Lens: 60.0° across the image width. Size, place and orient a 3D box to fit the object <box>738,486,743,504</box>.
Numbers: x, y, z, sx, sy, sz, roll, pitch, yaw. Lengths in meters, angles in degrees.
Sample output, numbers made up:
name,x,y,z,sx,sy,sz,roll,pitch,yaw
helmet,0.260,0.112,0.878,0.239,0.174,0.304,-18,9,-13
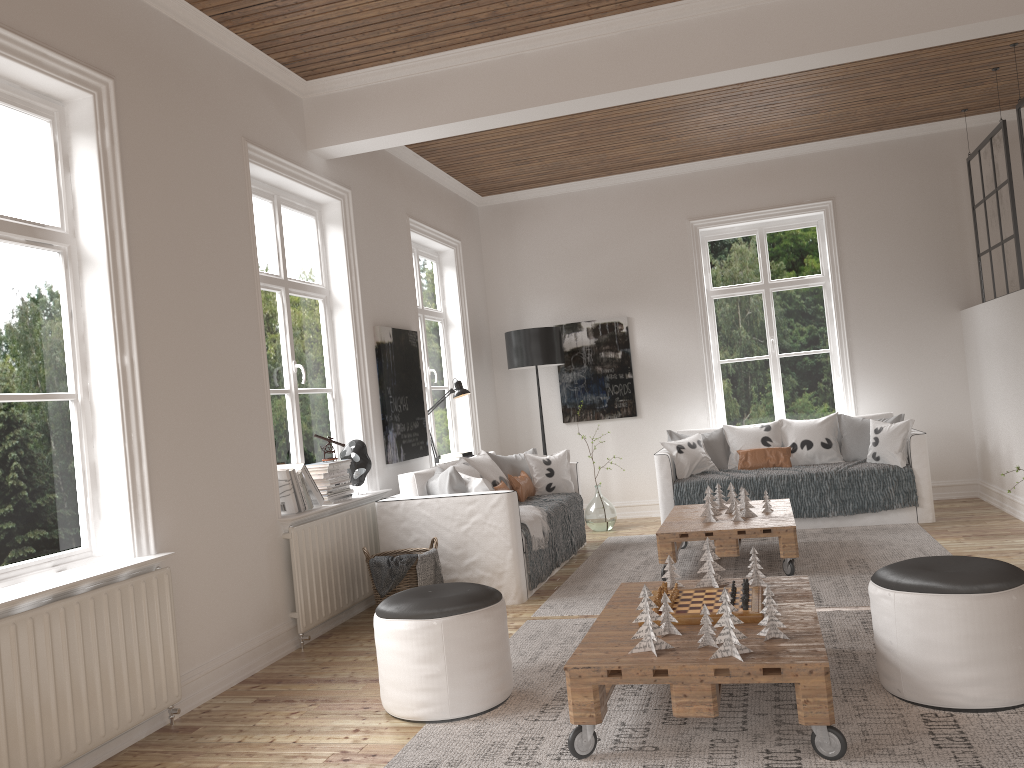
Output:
name,x,y,z,sx,sy,sz,roll,pitch,yaw
object,1.509,0.741,5.803,0.075,0.147,0.075,-4,-2,-43

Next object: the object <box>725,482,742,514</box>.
name,x,y,z,sx,sy,sz,roll,pitch,yaw
object,1.412,0.723,5.672,0.107,0.195,0.113,-6,-1,22

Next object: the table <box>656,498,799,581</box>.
name,x,y,z,sx,sy,sz,roll,pitch,yaw
table,1.373,0.974,5.600,0.821,0.300,1.189,-6,-1,16

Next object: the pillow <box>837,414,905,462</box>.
name,x,y,z,sx,sy,sz,roll,pitch,yaw
pillow,2.764,0.433,6.811,0.292,0.437,0.546,-4,-2,-41

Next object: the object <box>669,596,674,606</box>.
name,x,y,z,sx,sy,sz,roll,pitch,yaw
object,0.581,0.794,3.243,0.017,0.037,0.017,-7,-2,35

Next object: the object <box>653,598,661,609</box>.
name,x,y,z,sx,sy,sz,roll,pitch,yaw
object,0.526,0.795,3.211,0.026,0.044,0.026,-5,-2,-29

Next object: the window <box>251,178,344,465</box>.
name,x,y,z,sx,sy,sz,roll,pitch,yaw
window,-1.264,-0.212,5.131,0.120,1.872,1.055,-6,-1,16

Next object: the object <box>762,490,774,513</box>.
name,x,y,z,sx,sy,sz,roll,pitch,yaw
object,1.590,0.729,5.539,0.072,0.142,0.073,-6,-1,23

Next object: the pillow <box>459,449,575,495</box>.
name,x,y,z,sx,sy,sz,roll,pitch,yaw
pillow,0.026,0.684,6.507,0.403,0.450,1.081,-7,-2,40

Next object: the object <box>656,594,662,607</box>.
name,x,y,z,sx,sy,sz,roll,pitch,yaw
object,0.538,0.793,3.253,0.022,0.047,0.022,-4,-2,-42

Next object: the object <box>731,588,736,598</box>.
name,x,y,z,sx,sy,sz,roll,pitch,yaw
object,0.814,0.771,3.266,0.017,0.037,0.017,-7,-2,35

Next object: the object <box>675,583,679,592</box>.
name,x,y,z,sx,sy,sz,roll,pitch,yaw
object,0.641,0.793,3.452,0.017,0.037,0.017,-7,-2,35

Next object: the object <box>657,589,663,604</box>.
name,x,y,z,sx,sy,sz,roll,pitch,yaw
object,0.549,0.787,3.295,0.025,0.058,0.025,-5,-2,-29

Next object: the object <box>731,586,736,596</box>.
name,x,y,z,sx,sy,sz,roll,pitch,yaw
object,0.826,0.771,3.307,0.017,0.037,0.017,-7,-2,35

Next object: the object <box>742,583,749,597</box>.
name,x,y,z,sx,sy,sz,roll,pitch,yaw
object,0.856,0.757,3.257,0.025,0.055,0.025,-4,-2,-42

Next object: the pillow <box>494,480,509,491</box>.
name,x,y,z,sx,sy,sz,roll,pitch,yaw
pillow,-0.080,0.778,5.977,0.116,0.220,0.414,-6,-1,17

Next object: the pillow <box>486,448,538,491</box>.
name,x,y,z,sx,sy,sz,roll,pitch,yaw
pillow,0.005,0.701,6.706,0.546,0.437,0.292,-4,-2,-41

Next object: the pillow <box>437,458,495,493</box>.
name,x,y,z,sx,sy,sz,roll,pitch,yaw
pillow,-0.250,0.698,5.613,0.417,0.414,1.020,-6,-1,-2

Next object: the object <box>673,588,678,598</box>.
name,x,y,z,sx,sy,sz,roll,pitch,yaw
object,0.619,0.793,3.370,0.017,0.037,0.017,-7,-2,35

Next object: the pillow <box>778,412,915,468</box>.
name,x,y,z,sx,sy,sz,roll,pitch,yaw
pillow,2.565,0.442,6.788,1.081,0.450,0.403,-7,-2,40

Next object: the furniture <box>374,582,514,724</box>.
name,x,y,z,sx,sy,sz,roll,pitch,yaw
furniture,-0.266,1.018,3.438,0.518,0.430,0.518,-7,-2,37

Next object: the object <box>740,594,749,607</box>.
name,x,y,z,sx,sy,sz,roll,pitch,yaw
object,0.820,0.764,3.129,0.026,0.044,0.026,-5,-2,-29

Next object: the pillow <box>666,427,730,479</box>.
name,x,y,z,sx,sy,sz,roll,pitch,yaw
pillow,1.516,0.562,7.197,0.541,0.431,0.282,-5,-1,-10

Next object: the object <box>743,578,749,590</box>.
name,x,y,z,sx,sy,sz,roll,pitch,yaw
object,0.894,0.764,3.384,0.019,0.040,0.019,-4,-2,-41

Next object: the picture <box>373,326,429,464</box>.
name,x,y,z,sx,sy,sz,roll,pitch,yaw
picture,-0.758,0.071,6.133,0.041,0.908,0.680,-6,-1,16

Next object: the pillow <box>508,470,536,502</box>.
name,x,y,z,sx,sy,sz,roll,pitch,yaw
pillow,0.078,0.749,6.458,0.117,0.235,0.414,-6,-1,15

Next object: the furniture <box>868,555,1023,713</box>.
name,x,y,z,sx,sy,sz,roll,pitch,yaw
furniture,1.515,0.834,3.047,0.518,0.430,0.518,-6,-1,19

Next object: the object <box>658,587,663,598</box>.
name,x,y,z,sx,sy,sz,roll,pitch,yaw
object,0.560,0.789,3.338,0.025,0.055,0.025,-4,-2,-42

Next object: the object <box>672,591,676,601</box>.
name,x,y,z,sx,sy,sz,roll,pitch,yaw
object,0.606,0.793,3.328,0.017,0.037,0.017,-7,-2,35

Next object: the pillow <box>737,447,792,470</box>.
name,x,y,z,sx,sy,sz,roll,pitch,yaw
pillow,1.970,0.589,6.919,0.420,0.179,0.127,-6,-1,17

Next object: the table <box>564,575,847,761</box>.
name,x,y,z,sx,sy,sz,roll,pitch,yaw
table,0.712,0.982,3.201,0.821,0.300,1.189,-6,-1,16

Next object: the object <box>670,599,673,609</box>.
name,x,y,z,sx,sy,sz,roll,pitch,yaw
object,0.571,0.794,3.203,0.017,0.037,0.017,-7,-2,35

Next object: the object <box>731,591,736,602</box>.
name,x,y,z,sx,sy,sz,roll,pitch,yaw
object,0.803,0.771,3.224,0.017,0.037,0.017,-7,-2,35

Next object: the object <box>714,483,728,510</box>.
name,x,y,z,sx,sy,sz,roll,pitch,yaw
object,1.373,0.742,5.879,0.090,0.176,0.090,-5,-1,-22

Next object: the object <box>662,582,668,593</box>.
name,x,y,z,sx,sy,sz,roll,pitch,yaw
object,0.599,0.796,3.464,0.019,0.040,0.019,-4,-2,-41

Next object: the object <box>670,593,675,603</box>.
name,x,y,z,sx,sy,sz,roll,pitch,yaw
object,0.592,0.794,3.284,0.017,0.037,0.017,-7,-2,35

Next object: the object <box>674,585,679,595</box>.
name,x,y,z,sx,sy,sz,roll,pitch,yaw
object,0.632,0.793,3.412,0.017,0.037,0.017,-7,-2,35

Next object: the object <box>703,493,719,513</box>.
name,x,y,z,sx,sy,sz,roll,pitch,yaw
object,1.293,0.753,5.795,0.095,0.164,0.090,-6,-1,22

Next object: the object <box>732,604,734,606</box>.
name,x,y,z,sx,sy,sz,roll,pitch,yaw
object,0.776,0.772,3.140,0.017,0.037,0.017,-7,-2,35

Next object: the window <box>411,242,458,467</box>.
name,x,y,z,sx,sy,sz,roll,pitch,yaw
window,-0.680,-0.220,7.217,0.120,1.872,1.055,-6,-1,16

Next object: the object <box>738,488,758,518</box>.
name,x,y,z,sx,sy,sz,roll,pitch,yaw
object,1.427,0.725,5.426,0.097,0.178,0.103,-5,-1,-21

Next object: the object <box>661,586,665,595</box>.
name,x,y,z,sx,sy,sz,roll,pitch,yaw
object,0.576,0.792,3.384,0.022,0.047,0.022,-4,-2,-42

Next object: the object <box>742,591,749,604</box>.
name,x,y,z,sx,sy,sz,roll,pitch,yaw
object,0.832,0.762,3.171,0.022,0.047,0.022,-5,-1,-17

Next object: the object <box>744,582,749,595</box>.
name,x,y,z,sx,sy,sz,roll,pitch,yaw
object,0.869,0.761,3.301,0.022,0.047,0.022,-4,-2,-42

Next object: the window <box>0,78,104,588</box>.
name,x,y,z,sx,sy,sz,roll,pitch,yaw
window,-1.850,-0.204,3.042,0.120,1.872,1.055,-6,-1,16

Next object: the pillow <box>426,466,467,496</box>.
name,x,y,z,sx,sy,sz,roll,pitch,yaw
pillow,-0.382,0.706,5.452,0.282,0.431,0.541,-5,-1,-10

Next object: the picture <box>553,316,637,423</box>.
name,x,y,z,sx,sy,sz,roll,pitch,yaw
picture,0.757,-0.125,8.096,0.680,0.908,0.041,-6,-1,16

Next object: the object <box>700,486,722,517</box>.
name,x,y,z,sx,sy,sz,roll,pitch,yaw
object,1.252,0.739,5.625,0.106,0.193,0.112,-7,-2,43

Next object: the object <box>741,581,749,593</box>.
name,x,y,z,sx,sy,sz,roll,pitch,yaw
object,0.879,0.763,3.342,0.026,0.044,0.026,-5,-2,-29

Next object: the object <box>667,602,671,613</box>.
name,x,y,z,sx,sy,sz,roll,pitch,yaw
object,0.559,0.794,3.158,0.017,0.037,0.017,-7,-2,35

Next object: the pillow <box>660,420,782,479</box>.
name,x,y,z,sx,sy,sz,roll,pitch,yaw
pillow,1.677,0.543,7.065,1.020,0.414,0.417,-6,-1,-2

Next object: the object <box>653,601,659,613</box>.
name,x,y,z,sx,sy,sz,roll,pitch,yaw
object,0.515,0.797,3.169,0.019,0.040,0.019,-6,-1,12

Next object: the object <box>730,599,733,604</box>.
name,x,y,z,sx,sy,sz,roll,pitch,yaw
object,0.768,0.772,3.102,0.017,0.037,0.017,-6,-1,-4

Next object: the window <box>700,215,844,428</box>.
name,x,y,z,sx,sy,sz,roll,pitch,yaw
window,2.294,-0.496,7.853,1.055,1.872,0.120,-6,-1,16

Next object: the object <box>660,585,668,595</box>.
name,x,y,z,sx,sy,sz,roll,pitch,yaw
object,0.586,0.794,3.422,0.026,0.044,0.026,-5,-2,-29

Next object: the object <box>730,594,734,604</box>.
name,x,y,z,sx,sy,sz,roll,pitch,yaw
object,0.789,0.771,3.184,0.017,0.037,0.017,-7,-2,35
